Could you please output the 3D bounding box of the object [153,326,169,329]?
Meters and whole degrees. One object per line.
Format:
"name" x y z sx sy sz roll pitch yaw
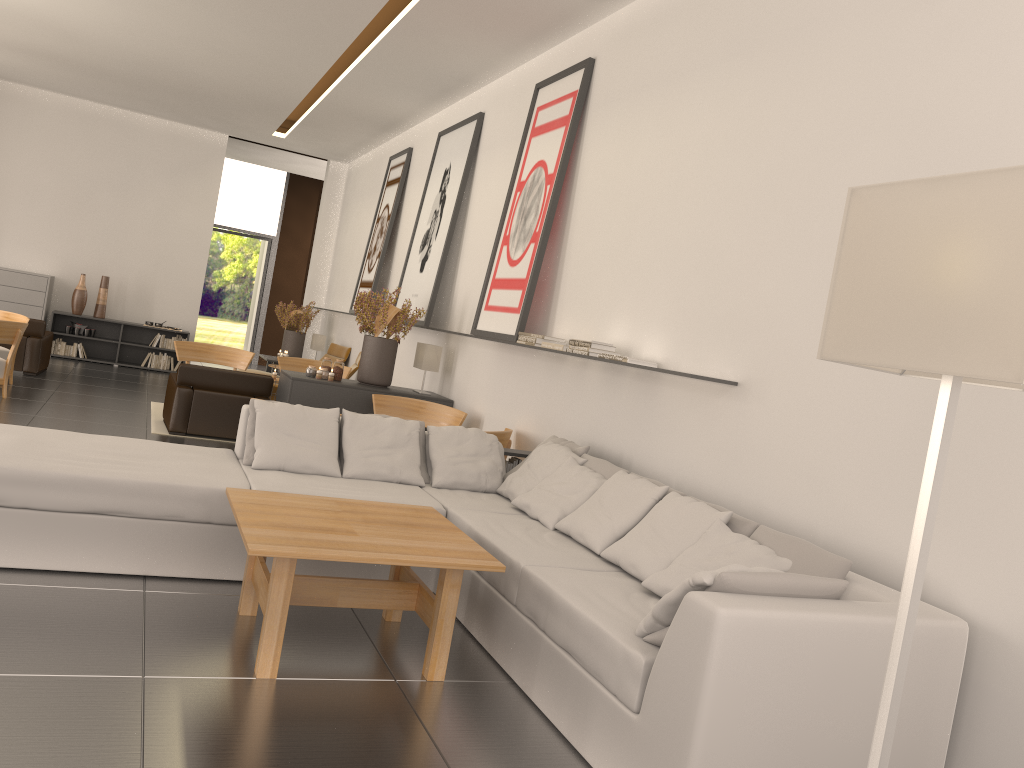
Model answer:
"object" -8.677 -1.398 21.882 0.514 0.015 0.014 9 2 -25

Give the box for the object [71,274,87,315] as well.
"object" -10.310 -2.141 21.174 0.326 0.991 0.327 10 2 1

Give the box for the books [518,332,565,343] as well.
"books" 0.339 -0.538 10.189 0.299 0.040 0.527 8 3 -33

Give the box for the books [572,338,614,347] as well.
"books" 0.811 -0.423 8.952 0.256 0.023 0.435 9 3 -23

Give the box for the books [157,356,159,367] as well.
"books" -8.784 -0.552 21.988 0.018 0.318 0.227 9 2 -23

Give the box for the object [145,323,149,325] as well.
"object" -9.011 -1.473 21.925 0.112 0.040 0.034 11 2 22

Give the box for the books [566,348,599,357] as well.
"books" 0.796 -0.301 8.952 0.316 0.040 0.504 9 3 -23

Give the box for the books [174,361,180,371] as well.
"books" -8.349 -0.501 22.160 0.153 0.360 0.250 9 2 -23

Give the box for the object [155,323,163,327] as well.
"object" -8.847 -1.479 22.216 0.188 0.082 0.188 10 3 -9

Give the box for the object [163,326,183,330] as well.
"object" -8.498 -1.391 22.197 0.406 0.034 0.293 11 3 25

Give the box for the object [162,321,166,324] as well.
"object" -8.806 -1.526 22.262 0.086 0.151 0.261 11 3 35

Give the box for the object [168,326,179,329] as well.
"object" -8.491 -1.414 22.210 0.515 0.015 0.014 12 3 36

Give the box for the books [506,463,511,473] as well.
"books" -0.078 0.955 9.600 0.034 0.217 0.161 9 2 -23

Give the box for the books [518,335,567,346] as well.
"books" 0.346 -0.485 10.193 0.390 0.063 0.498 9 3 -23

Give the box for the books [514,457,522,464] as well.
"books" 0.040 0.945 9.650 0.028 0.273 0.166 9 2 -23

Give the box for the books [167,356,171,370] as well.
"books" -8.555 -0.530 22.101 0.057 0.346 0.197 9 2 -23

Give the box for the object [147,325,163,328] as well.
"object" -8.754 -1.412 21.891 0.514 0.015 0.014 9 3 -31

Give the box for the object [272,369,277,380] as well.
"object" -4.165 -0.177 15.563 0.076 0.187 0.076 11 2 16

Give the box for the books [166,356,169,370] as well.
"books" -8.578 -0.530 22.053 0.020 0.341 0.268 9 2 -23

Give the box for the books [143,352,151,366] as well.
"books" -9.008 -0.611 21.876 0.156 0.371 0.252 9 2 -23

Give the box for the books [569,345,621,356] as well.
"books" 0.832 -0.335 8.964 0.350 0.038 0.526 9 3 -18

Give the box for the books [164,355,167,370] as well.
"books" -8.616 -0.536 22.037 0.014 0.341 0.267 9 2 -23

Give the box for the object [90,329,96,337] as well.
"object" -10.185 -1.236 21.517 0.135 0.178 0.136 9 2 -17

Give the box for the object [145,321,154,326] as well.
"object" -9.053 -1.511 22.133 0.188 0.082 0.188 11 3 28

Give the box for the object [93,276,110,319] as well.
"object" -9.960 -2.114 21.561 0.262 1.025 0.263 10 2 -19

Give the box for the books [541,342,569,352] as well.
"books" 0.554 -0.388 9.626 0.300 0.064 0.407 8 3 -33

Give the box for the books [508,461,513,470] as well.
"books" -0.051 0.956 9.618 0.028 0.222 0.175 9 2 -23

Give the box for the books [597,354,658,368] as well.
"books" 1.084 -0.218 8.342 0.336 0.034 0.518 9 3 -28

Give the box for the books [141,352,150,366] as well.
"books" -9.036 -0.610 21.866 0.153 0.360 0.250 9 2 -23

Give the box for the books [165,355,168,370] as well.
"books" -8.597 -0.540 22.045 0.023 0.356 0.267 9 2 -23

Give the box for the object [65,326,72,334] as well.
"object" -10.596 -1.293 21.170 0.135 0.178 0.136 9 2 -22

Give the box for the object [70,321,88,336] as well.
"object" -10.447 -1.342 21.373 0.413 0.309 0.142 10 2 -8

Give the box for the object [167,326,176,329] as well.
"object" -8.510 -1.415 22.159 0.516 0.015 0.014 13 3 44

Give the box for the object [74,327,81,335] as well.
"object" -10.386 -1.256 21.179 0.135 0.178 0.136 9 2 -22

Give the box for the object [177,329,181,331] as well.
"object" -8.288 -1.349 22.041 0.112 0.040 0.034 8 3 -34

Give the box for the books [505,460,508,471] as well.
"books" -0.103 0.938 9.598 0.015 0.241 0.180 9 2 -23

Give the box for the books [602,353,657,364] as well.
"books" 1.101 -0.241 8.339 0.337 0.018 0.434 9 3 -28

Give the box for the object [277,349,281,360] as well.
"object" -5.637 -0.714 21.535 0.108 0.254 0.108 11 2 32

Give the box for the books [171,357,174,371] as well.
"books" -8.476 -0.504 22.114 0.106 0.325 0.238 9 2 -23

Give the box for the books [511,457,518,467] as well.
"books" 0.006 0.939 9.630 0.021 0.274 0.156 9 2 -23

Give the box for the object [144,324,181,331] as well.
"object" -8.690 -1.400 22.081 0.893 0.003 0.672 9 3 -20

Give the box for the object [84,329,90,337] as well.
"object" -10.207 -1.229 21.285 0.135 0.178 0.135 12 3 38

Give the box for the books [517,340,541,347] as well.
"books" 0.322 -0.441 10.201 0.376 0.032 0.505 9 3 -23

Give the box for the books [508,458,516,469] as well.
"books" -0.017 0.946 9.617 0.028 0.254 0.149 9 2 -23

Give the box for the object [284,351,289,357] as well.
"object" -5.472 -0.682 21.499 0.104 0.254 0.104 11 2 27

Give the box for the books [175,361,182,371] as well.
"books" -8.321 -0.503 22.170 0.156 0.371 0.252 9 2 -23

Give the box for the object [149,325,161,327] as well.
"object" -8.838 -1.452 21.950 0.291 0.058 0.086 8 3 -36

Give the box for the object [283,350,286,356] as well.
"object" -5.536 -0.699 21.606 0.104 0.254 0.104 11 2 27

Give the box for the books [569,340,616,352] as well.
"books" 0.806 -0.385 8.938 0.284 0.053 0.485 9 3 -23
